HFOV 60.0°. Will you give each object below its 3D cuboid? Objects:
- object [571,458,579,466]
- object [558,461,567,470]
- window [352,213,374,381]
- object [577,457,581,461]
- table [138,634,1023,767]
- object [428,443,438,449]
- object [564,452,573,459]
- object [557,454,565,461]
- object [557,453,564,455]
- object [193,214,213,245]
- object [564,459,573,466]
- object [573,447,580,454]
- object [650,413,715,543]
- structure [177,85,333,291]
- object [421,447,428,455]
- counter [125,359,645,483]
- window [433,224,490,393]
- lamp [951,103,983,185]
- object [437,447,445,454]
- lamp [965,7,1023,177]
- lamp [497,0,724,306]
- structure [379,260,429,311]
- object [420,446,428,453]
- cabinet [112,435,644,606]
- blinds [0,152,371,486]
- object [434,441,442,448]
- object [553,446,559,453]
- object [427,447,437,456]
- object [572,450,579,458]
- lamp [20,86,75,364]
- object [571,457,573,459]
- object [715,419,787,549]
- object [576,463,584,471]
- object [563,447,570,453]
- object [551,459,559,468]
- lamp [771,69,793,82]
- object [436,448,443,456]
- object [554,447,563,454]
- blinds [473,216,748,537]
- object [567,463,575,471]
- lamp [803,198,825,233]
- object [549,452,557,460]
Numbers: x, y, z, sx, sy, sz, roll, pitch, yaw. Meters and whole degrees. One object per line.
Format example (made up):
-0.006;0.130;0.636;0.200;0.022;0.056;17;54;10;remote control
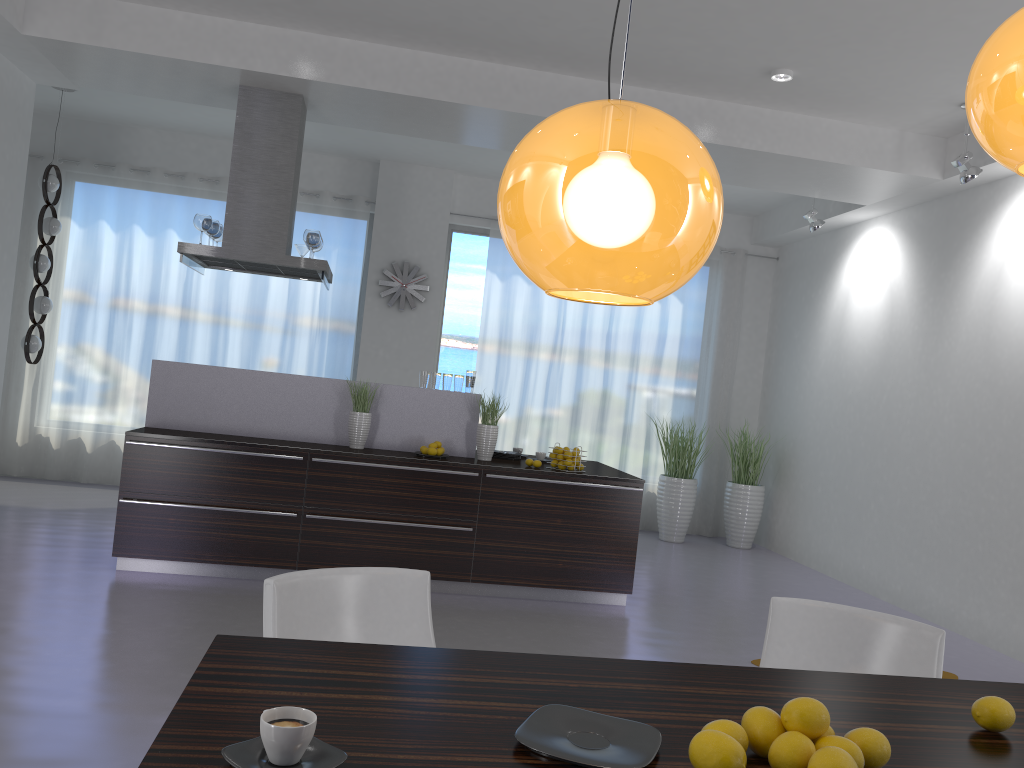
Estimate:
0.423;0.524;5.985;0.061;0.055;0.051;6;0;-30;object
0.341;0.550;5.979;0.064;0.063;0.074;6;0;11;object
-3.027;-0.673;8.943;3.000;2.500;0.100;6;0;-9;window
0.445;0.512;6.040;0.053;0.054;0.061;6;0;37;object
0.422;1.036;1.486;2.046;0.783;1.127;6;0;-9;table
-0.528;0.415;5.921;0.061;0.047;0.053;6;0;-6;object
0.377;0.480;5.960;0.061;0.052;0.053;6;0;4;object
0.331;0.497;5.990;0.062;0.053;0.052;6;0;-37;object
0.337;0.495;6.046;0.064;0.053;0.051;6;0;-6;object
-2.132;-1.051;6.097;0.125;0.221;0.125;6;0;16;object
0.376;0.526;5.934;0.061;0.054;0.052;6;0;-32;object
0.439;0.462;6.057;0.050;0.060;0.059;6;0;-9;object
1.683;0.927;8.937;0.713;1.334;0.656;6;0;-9;object
-1.766;-1.387;6.450;0.981;1.231;0.915;6;0;-9;structure
-0.573;0.448;5.914;0.063;0.051;0.053;6;0;-5;object
-0.852;0.658;6.273;3.291;1.300;1.302;6;0;-9;counter
0.655;-0.271;9.531;3.000;2.500;0.100;6;0;-9;window
2.952;-1.542;5.723;0.185;0.511;0.150;6;0;-9;lamp
-0.481;0.451;5.981;0.051;0.053;0.063;6;0;31;object
1.067;-1.193;1.555;0.358;1.645;0.359;6;0;2;lamp
0.246;-1.117;1.424;0.359;1.974;0.358;6;0;-4;lamp
-1.083;-0.987;8.904;0.505;0.505;0.076;6;0;-9;structure
-0.590;0.443;5.967;0.061;0.054;0.052;6;0;38;object
-0.877;0.881;6.261;3.285;0.852;1.377;6;0;-9;cabinet
-3.172;-0.502;8.696;3.245;3.112;0.120;6;0;-9;blinds
-0.501;0.408;5.967;0.053;0.048;0.063;6;0;-43;object
0.305;0.453;6.051;0.052;0.060;0.057;6;0;-21;object
-0.530;0.449;5.874;0.070;0.058;0.060;6;0;-10;object
0.428;0.474;5.991;0.051;0.053;0.063;6;0;4;object
-3.946;-1.347;7.538;0.180;2.370;0.367;6;0;-15;lamp
0.397;0.518;6.000;0.051;0.053;0.062;6;0;-1;object
2.327;0.998;9.072;0.656;1.334;0.713;6;0;-24;object
0.461;0.564;6.025;0.053;0.052;0.062;6;0;30;object
0.370;0.453;6.027;0.051;0.053;0.063;6;0;-8;object
0.292;0.539;6.015;0.060;0.057;0.052;6;0;-7;object
1.679;-1.921;5.517;0.132;0.035;0.132;6;0;-36;lamp
-0.489;0.454;5.923;0.061;0.054;0.052;6;0;-32;object
0.317;0.450;5.999;0.063;0.051;0.053;6;0;38;object
1.017;-0.045;9.364;2.830;3.112;0.120;6;0;-9;blinds
0.397;0.557;5.966;0.051;0.053;0.063;6;0;-1;object
2.640;-1.567;7.698;0.185;0.511;0.150;6;0;-9;lamp
0.283;0.490;6.029;0.053;0.051;0.063;6;0;-40;object
